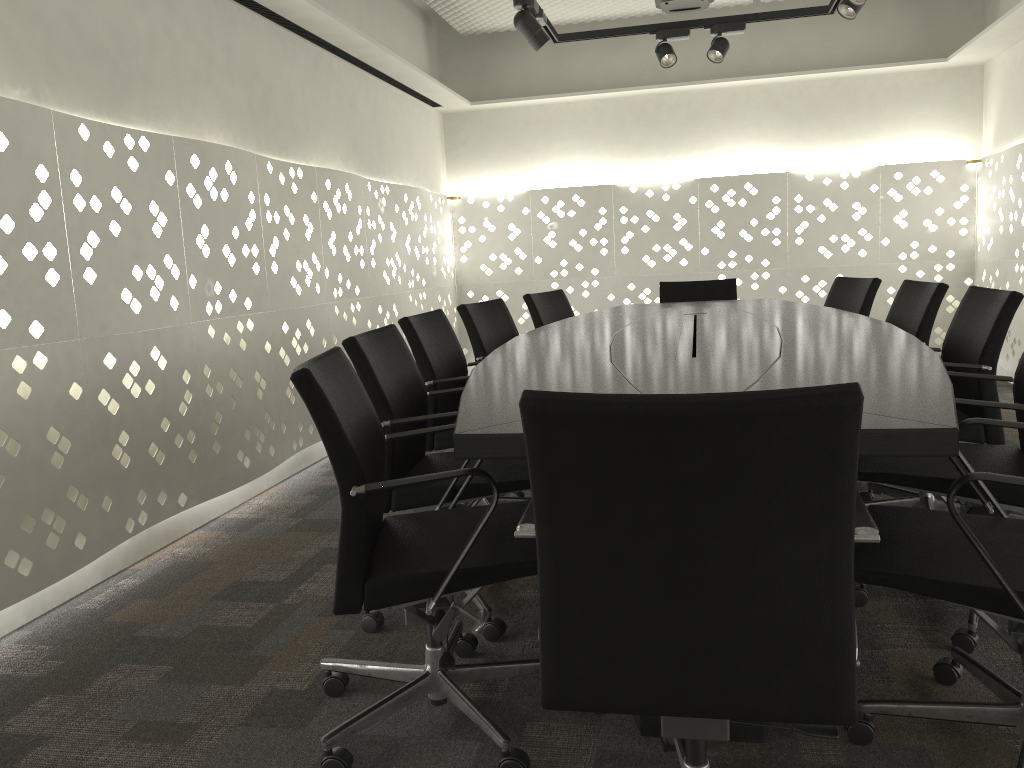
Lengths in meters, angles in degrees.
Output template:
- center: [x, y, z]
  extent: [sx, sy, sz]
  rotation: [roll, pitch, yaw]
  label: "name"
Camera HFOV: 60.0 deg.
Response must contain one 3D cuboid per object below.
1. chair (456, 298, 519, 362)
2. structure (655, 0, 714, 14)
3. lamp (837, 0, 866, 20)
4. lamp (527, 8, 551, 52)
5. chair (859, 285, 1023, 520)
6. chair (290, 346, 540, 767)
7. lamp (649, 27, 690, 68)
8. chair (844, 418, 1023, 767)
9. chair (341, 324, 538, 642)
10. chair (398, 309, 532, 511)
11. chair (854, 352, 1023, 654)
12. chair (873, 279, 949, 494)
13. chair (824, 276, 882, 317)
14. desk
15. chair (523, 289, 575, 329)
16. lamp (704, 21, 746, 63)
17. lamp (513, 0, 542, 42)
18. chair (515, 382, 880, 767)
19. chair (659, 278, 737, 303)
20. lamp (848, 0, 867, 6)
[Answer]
- center: [0.087, 0.025, 3.697]
  extent: [0.579, 0.757, 0.559]
  rotation: [1, 9, 26]
  label: "chair"
- center: [0.955, -2.162, 4.909]
  extent: [0.327, 0.144, 0.371]
  rotation: [-1, 8, 12]
  label: "structure"
- center: [1.469, -1.695, 3.827]
  extent: [0.126, 0.224, 0.213]
  rotation: [-1, 8, 15]
  label: "lamp"
- center: [0.120, -1.670, 4.164]
  extent: [0.126, 0.224, 0.213]
  rotation: [-1, 8, 15]
  label: "lamp"
- center: [1.292, 0.087, 2.796]
  extent: [0.579, 0.757, 0.559]
  rotation: [-1, 8, 17]
  label: "chair"
- center: [-0.149, 0.305, 1.797]
  extent: [0.579, 0.757, 0.559]
  rotation: [-3, 8, 2]
  label: "chair"
- center: [0.830, -1.778, 4.658]
  extent: [0.213, 0.224, 0.126]
  rotation: [-1, 8, 15]
  label: "lamp"
- center: [0.877, 0.290, 1.511]
  extent: [0.579, 0.757, 0.559]
  rotation: [2, 9, 31]
  label: "chair"
- center: [-0.149, 0.220, 2.406]
  extent: [0.579, 0.757, 0.559]
  rotation: [-1, 8, 12]
  label: "chair"
- center: [-0.087, 0.120, 3.091]
  extent: [0.579, 0.757, 0.559]
  rotation: [-1, 8, 17]
  label: "chair"
- center: [1.120, 0.187, 2.151]
  extent: [0.579, 0.757, 0.559]
  rotation: [1, 9, 26]
  label: "chair"
- center: [1.391, -0.011, 3.452]
  extent: [0.579, 0.757, 0.559]
  rotation: [-1, 8, 12]
  label: "chair"
- center: [1.414, -0.107, 4.130]
  extent: [0.579, 0.757, 0.559]
  rotation: [-3, 8, 2]
  label: "chair"
- center: [0.624, 0.148, 2.984]
  extent: [1.223, 0.658, 3.364]
  rotation: [-1, 8, 12]
  label: "desk"
- center: [0.368, -0.085, 4.370]
  extent: [0.579, 0.757, 0.559]
  rotation: [2, 9, 31]
  label: "chair"
- center: [1.110, -1.786, 4.607]
  extent: [0.214, 0.224, 0.118]
  rotation: [-3, 8, 1]
  label: "lamp"
- center: [0.074, -1.637, 3.947]
  extent: [0.126, 0.224, 0.213]
  rotation: [-1, 8, 15]
  label: "lamp"
- center: [0.259, 0.347, 1.344]
  extent: [0.559, 0.757, 0.579]
  rotation: [-1, 8, 17]
  label: "chair"
- center: [1.007, -0.165, 4.697]
  extent: [0.559, 0.757, 0.579]
  rotation: [-1, 8, 17]
  label: "chair"
- center: [1.424, -1.663, 3.610]
  extent: [0.126, 0.224, 0.213]
  rotation: [-1, 8, 15]
  label: "lamp"
